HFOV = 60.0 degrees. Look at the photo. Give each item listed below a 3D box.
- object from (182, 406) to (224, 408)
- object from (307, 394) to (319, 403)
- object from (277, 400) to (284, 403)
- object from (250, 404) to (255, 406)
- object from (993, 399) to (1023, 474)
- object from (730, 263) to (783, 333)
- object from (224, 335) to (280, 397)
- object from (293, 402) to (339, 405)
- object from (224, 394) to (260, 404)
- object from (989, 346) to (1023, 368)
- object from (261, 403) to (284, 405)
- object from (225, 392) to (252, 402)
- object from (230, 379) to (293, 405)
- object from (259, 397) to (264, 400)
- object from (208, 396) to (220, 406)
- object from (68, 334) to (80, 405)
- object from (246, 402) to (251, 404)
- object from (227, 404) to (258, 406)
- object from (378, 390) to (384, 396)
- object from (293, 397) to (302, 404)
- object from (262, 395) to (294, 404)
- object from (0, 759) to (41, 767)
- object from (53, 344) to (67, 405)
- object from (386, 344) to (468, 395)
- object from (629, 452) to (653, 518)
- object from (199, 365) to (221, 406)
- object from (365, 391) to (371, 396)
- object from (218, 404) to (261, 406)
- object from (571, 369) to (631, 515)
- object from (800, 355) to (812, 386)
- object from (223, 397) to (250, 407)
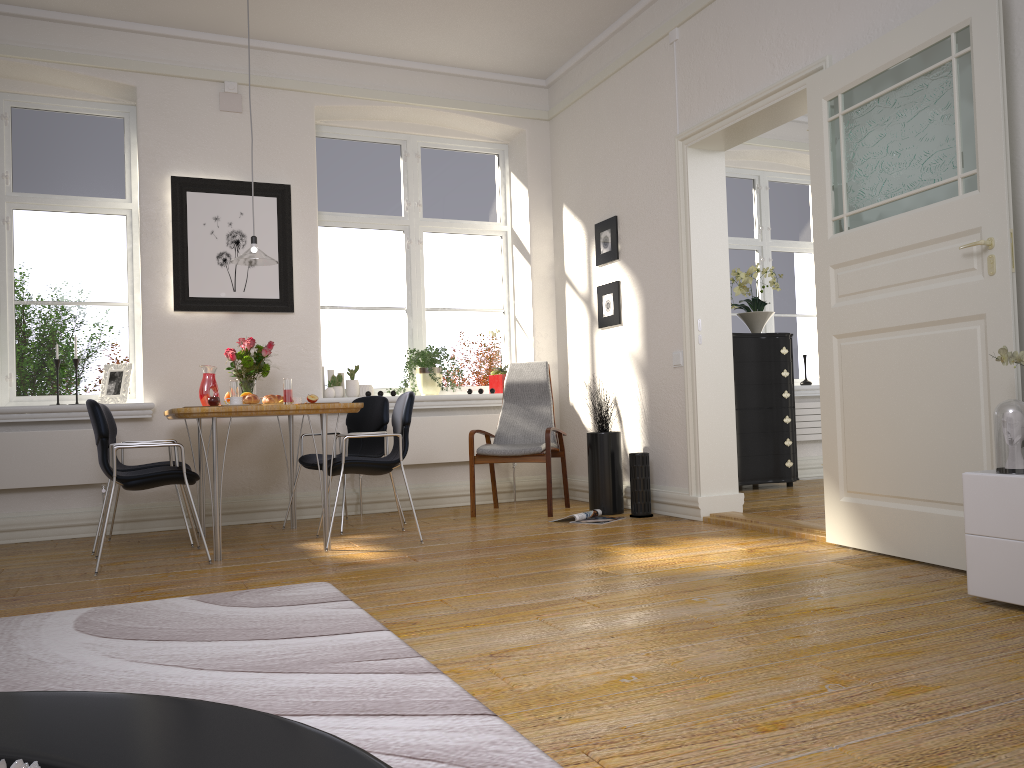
[{"bbox_3d":[-1.557,0.119,4.485,0.203,0.010,0.257,-1,-2,-24],"label":"object"},{"bbox_3d":[-1.042,0.076,4.623,0.053,0.048,0.062,-3,-2,29],"label":"object"},{"bbox_3d":[-1.235,0.103,4.712,0.107,0.036,0.071,-3,-2,27],"label":"object"},{"bbox_3d":[-1.300,0.105,4.462,0.030,0.020,0.140,-3,-2,24],"label":"object"},{"bbox_3d":[1.593,0.165,2.812,0.113,0.234,0.115,-2,-2,9],"label":"object"},{"bbox_3d":[1.939,-0.693,7.156,0.409,0.616,0.804,-4,-2,43],"label":"object"},{"bbox_3d":[-1.563,-0.072,5.360,0.333,0.447,0.270,-1,-2,-32],"label":"object"},{"bbox_3d":[-1.047,0.108,4.722,0.203,0.010,0.257,-1,-2,-24],"label":"object"},{"bbox_3d":[-1.367,0.085,4.521,0.163,0.068,0.151,-2,-2,14],"label":"object"},{"bbox_3d":[1.689,0.075,2.872,0.237,0.411,0.093,-3,-2,34],"label":"object"},{"bbox_3d":[-1.258,0.113,4.736,0.162,0.016,0.158,-1,-2,-21],"label":"object"},{"bbox_3d":[-1.547,0.080,5.021,0.070,0.074,0.197,-3,-2,26],"label":"object"},{"bbox_3d":[-1.314,0.049,4.641,0.331,0.141,0.048,-2,-2,3],"label":"object"},{"bbox_3d":[-1.372,0.093,5.043,0.128,0.038,0.128,-2,-2,1],"label":"object"},{"bbox_3d":[-1.542,0.087,4.583,0.061,0.062,0.059,-1,-2,-21],"label":"object"},{"bbox_3d":[-2.708,-0.092,5.506,0.095,0.448,0.095,-2,-2,-2],"label":"object"},{"bbox_3d":[-1.307,0.101,4.369,0.039,0.020,0.058,-1,-2,-27],"label":"object"},{"bbox_3d":[-1.371,0.110,4.519,0.161,0.016,0.158,-2,-2,-16],"label":"object"},{"bbox_3d":[-0.922,0.067,6.217,0.043,0.048,0.042,-1,-2,-17],"label":"object"},{"bbox_3d":[-1.190,0.099,4.887,0.128,0.049,0.132,-3,-2,24],"label":"object"},{"bbox_3d":[-1.268,0.085,4.752,0.123,0.059,0.165,-3,-2,34],"label":"object"},{"bbox_3d":[-0.297,0.234,0.398,0.255,0.062,0.251,-2,-2,-17],"label":"object"},{"bbox_3d":[-2.816,-0.062,5.489,0.095,0.396,0.095,-2,-2,-2],"label":"object"},{"bbox_3d":[-0.626,-0.105,6.454,0.486,0.385,0.550,-3,-2,27],"label":"object"},{"bbox_3d":[0.789,0.619,5.444,0.142,0.390,0.147,-3,-2,41],"label":"object"},{"bbox_3d":[-1.791,0.023,5.240,0.093,0.267,0.117,-2,-2,14],"label":"object"},{"bbox_3d":[-1.002,0.069,6.180,0.043,0.048,0.042,-1,-2,-17],"label":"object"},{"bbox_3d":[-1.480,0.127,5.034,0.354,0.023,0.222,-1,-2,-24],"label":"object"},{"bbox_3d":[0.582,0.367,5.704,0.419,0.923,0.361,-3,-2,25],"label":"object"},{"bbox_3d":[2.643,-0.122,7.981,0.109,0.280,0.105,-1,-2,-39],"label":"object"},{"bbox_3d":[-1.354,0.088,4.353,0.128,0.049,0.132,-3,-2,24],"label":"object"}]
